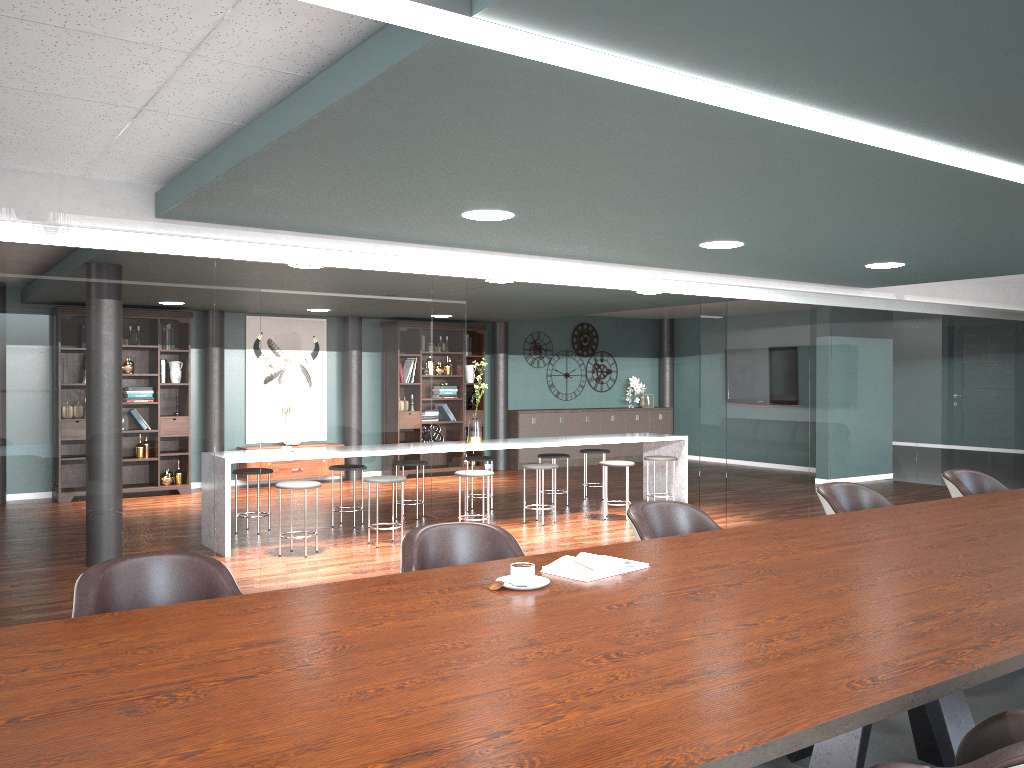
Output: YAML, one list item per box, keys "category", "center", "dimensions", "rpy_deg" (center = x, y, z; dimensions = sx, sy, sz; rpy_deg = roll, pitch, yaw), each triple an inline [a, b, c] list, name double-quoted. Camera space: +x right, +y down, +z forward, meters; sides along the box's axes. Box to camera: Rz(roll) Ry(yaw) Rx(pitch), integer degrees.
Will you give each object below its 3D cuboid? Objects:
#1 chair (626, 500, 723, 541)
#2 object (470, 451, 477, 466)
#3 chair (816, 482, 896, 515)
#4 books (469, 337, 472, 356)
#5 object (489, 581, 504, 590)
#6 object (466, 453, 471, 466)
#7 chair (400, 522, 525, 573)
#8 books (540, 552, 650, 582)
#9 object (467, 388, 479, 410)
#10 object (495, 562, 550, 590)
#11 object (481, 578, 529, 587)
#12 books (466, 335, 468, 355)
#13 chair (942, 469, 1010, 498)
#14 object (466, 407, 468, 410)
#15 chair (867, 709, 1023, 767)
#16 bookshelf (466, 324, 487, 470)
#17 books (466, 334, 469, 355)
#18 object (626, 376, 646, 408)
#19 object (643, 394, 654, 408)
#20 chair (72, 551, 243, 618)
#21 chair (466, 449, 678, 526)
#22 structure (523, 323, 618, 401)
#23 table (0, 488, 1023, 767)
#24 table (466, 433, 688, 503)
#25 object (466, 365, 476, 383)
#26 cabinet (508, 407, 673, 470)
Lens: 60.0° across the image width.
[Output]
- category: "chair"
  center: [0.702, 0.863, 3.467]
  dimensions: [0.535, 0.761, 0.518]
  rpy_deg: [0, 0, -28]
- category: "object"
  center: [-0.520, 0.965, 11.888]
  dimensions: [0.108, 0.256, 0.108]
  rpy_deg: [0, 0, 0]
- category: "chair"
  center: [1.693, 0.861, 4.146]
  dimensions: [0.535, 0.761, 0.518]
  rpy_deg: [0, 0, -28]
- category: "books"
  center: [-0.604, -0.499, 11.883]
  dimensions: [0.042, 0.248, 0.194]
  rpy_deg: [0, 0, -34]
- category: "object"
  center: [-0.041, 0.532, 2.342]
  dimensions: [0.041, 0.021, 0.044]
  rpy_deg: [0, 0, -42]
- category: "object"
  center: [-0.606, 1.006, 11.772]
  dimensions: [0.144, 0.175, 0.073]
  rpy_deg: [0, 0, -33]
- category: "chair"
  center: [-0.133, 0.865, 2.894]
  dimensions: [0.535, 0.761, 0.518]
  rpy_deg: [0, 0, -14]
- category: "books"
  center: [0.245, 0.526, 2.595]
  dimensions: [0.285, 0.032, 0.180]
  rpy_deg: [0, 0, -44]
- category: "object"
  center: [-0.540, 0.201, 11.913]
  dimensions: [0.116, 0.286, 0.215]
  rpy_deg: [0, 0, -39]
- category: "object"
  center: [0.029, 0.515, 2.389]
  dimensions: [0.146, 0.056, 0.146]
  rpy_deg: [0, 0, -10]
- category: "object"
  center: [-0.022, 0.534, 2.365]
  dimensions: [0.155, 0.012, 0.034]
  rpy_deg: [0, 0, 33]
- category: "books"
  center: [-0.653, -0.510, 11.850]
  dimensions: [0.016, 0.268, 0.205]
  rpy_deg: [0, 0, -34]
- category: "chair"
  center: [2.582, 0.860, 4.746]
  dimensions: [0.523, 0.761, 0.533]
  rpy_deg: [0, 0, 37]
- category: "object"
  center: [-0.629, 0.233, 11.835]
  dimensions: [0.077, 0.228, 0.077]
  rpy_deg: [0, 0, 39]
- category: "chair"
  center: [0.839, 0.875, 1.513]
  dimensions: [0.523, 0.761, 0.533]
  rpy_deg: [0, 0, 37]
- category: "bookshelf"
  center: [-1.017, 0.200, 11.629]
  dimensions: [1.339, 1.984, 0.482]
  rpy_deg: [0, 0, -34]
- category: "books"
  center: [-0.634, -0.519, 11.863]
  dimensions: [0.027, 0.286, 0.184]
  rpy_deg: [0, 0, -34]
- category: "object"
  center: [1.926, 0.121, 13.717]
  dimensions: [0.221, 0.495, 0.600]
  rpy_deg: [0, 0, 30]
- category: "object"
  center: [2.116, 0.262, 13.757]
  dimensions: [0.174, 0.207, 0.042]
  rpy_deg: [0, 0, -15]
- category: "chair"
  center: [-0.915, 0.867, 2.358]
  dimensions: [0.535, 0.761, 0.518]
  rpy_deg: [0, 0, -28]
- category: "chair"
  center: [-0.314, 0.961, 7.864]
  dimensions: [4.029, 0.512, 1.479]
  rpy_deg: [0, 0, -35]
- category: "structure"
  center: [0.908, -0.340, 13.270]
  dimensions: [1.791, 1.178, 0.017]
  rpy_deg: [0, 0, -34]
- category: "table"
  center: [1.788, 0.896, 3.155]
  dimensions: [6.694, 0.706, 1.374]
  rpy_deg: [0, 0, -34]
- category: "table"
  center: [-0.306, 0.867, 7.798]
  dimensions: [4.577, 0.699, 0.609]
  rpy_deg: [0, 0, -34]
- category: "object"
  center: [-0.612, -0.145, 11.917]
  dimensions: [0.268, 0.262, 0.137]
  rpy_deg: [0, 0, 5]
- category: "cabinet"
  center: [-2.652, 0.786, 10.604]
  dimensions: [12.287, 0.820, 0.402]
  rpy_deg: [0, 0, -34]
